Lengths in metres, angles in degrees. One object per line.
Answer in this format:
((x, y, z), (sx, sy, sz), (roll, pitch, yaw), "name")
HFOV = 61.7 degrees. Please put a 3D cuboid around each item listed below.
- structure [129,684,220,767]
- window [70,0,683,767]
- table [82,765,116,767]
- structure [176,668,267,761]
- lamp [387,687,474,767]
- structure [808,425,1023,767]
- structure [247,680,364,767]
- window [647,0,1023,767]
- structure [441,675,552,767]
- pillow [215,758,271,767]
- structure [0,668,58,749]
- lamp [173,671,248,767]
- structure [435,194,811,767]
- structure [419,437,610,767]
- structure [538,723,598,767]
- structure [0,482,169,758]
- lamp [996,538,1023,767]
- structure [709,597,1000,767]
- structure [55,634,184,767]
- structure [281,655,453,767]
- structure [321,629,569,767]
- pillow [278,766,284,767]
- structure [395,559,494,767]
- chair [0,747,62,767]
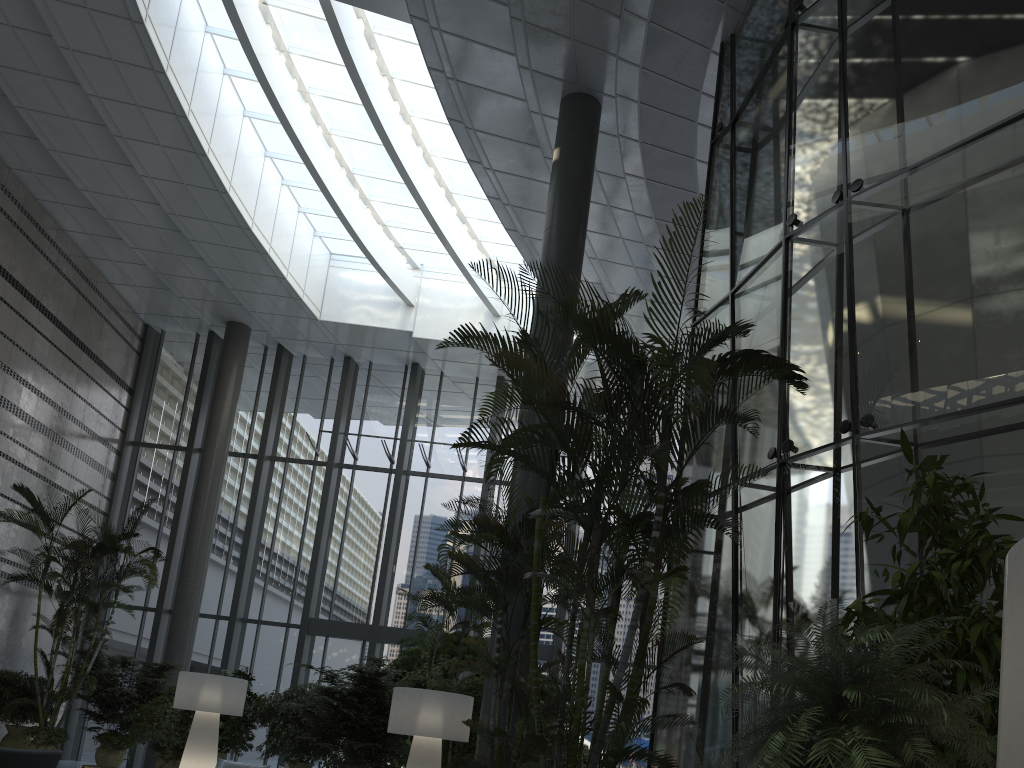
((-5.293, 5.574, 13.614), (1.514, 1.522, 1.613), (16, -19, -27), "structure")
((-3.438, -0.222, 9.552), (13.397, 9.456, 20.195), (2, -21, 17), "window")
((-4.109, 4.044, 8.492), (0.450, 0.470, 0.464), (10, -16, -9), "table")
((-4.488, 5.291, 13.144), (1.222, 1.862, 1.487), (0, -16, 28), "structure")
((-0.914, 3.995, 8.810), (0.889, 1.584, 0.836), (16, -15, -35), "lamp")
((1.803, 1.510, 3.522), (1.184, 2.574, 1.066), (12, -12, -23), "structure")
((-3.148, 5.503, 13.181), (1.985, 1.790, 1.773), (-5, -20, 34), "structure")
((3.741, 2.014, 10.330), (4.206, 7.508, 16.521), (6, -21, 6), "window")
((-0.352, 4.581, 10.540), (1.551, 2.014, 1.691), (-7, -21, 44), "structure")
((-2.658, 3.844, 8.291), (0.610, 0.381, 0.316), (7, -15, 1), "pillow")
((-8.035, 5.366, 13.817), (1.120, 1.462, 1.502), (-7, -21, 43), "structure")
((-3.936, 4.540, 10.912), (0.822, 1.584, 0.903), (3, -13, 21), "lamp")
((0.525, 1.295, 5.649), (2.504, 4.413, 2.611), (11, -13, -15), "structure")
((0.009, 2.414, 7.289), (1.683, 3.533, 2.122), (10, -13, -11), "structure")
((0.422, 5.214, 11.190), (1.514, 1.522, 1.613), (16, -19, -27), "structure")
((-6.964, 3.790, 13.506), (2.505, 4.414, 2.605), (5, -13, 10), "structure")
((1.301, 1.099, 1.496), (0.889, 1.584, 0.836), (16, -15, -35), "lamp")
((1.125, 1.618, 2.860), (1.003, 1.678, 0.949), (11, -13, -14), "structure")
((-6.580, 5.399, 14.373), (1.904, 2.171, 1.941), (11, -16, -11), "structure")
((-2.057, 4.749, 11.647), (2.267, 2.202, 2.458), (10, -17, -9), "structure")
((-0.900, 5.259, 13.251), (3.718, 2.798, 3.433), (2, -18, 15), "structure")
((-2.057, 3.922, 8.306), (0.606, 0.380, 0.317), (5, -15, 5), "pillow")
((-0.814, 3.646, 10.060), (1.440, 3.281, 1.262), (10, -11, -11), "structure")
((-4.461, 3.451, 7.423), (0.717, 0.633, 0.784), (-6, -22, 36), "chair")
